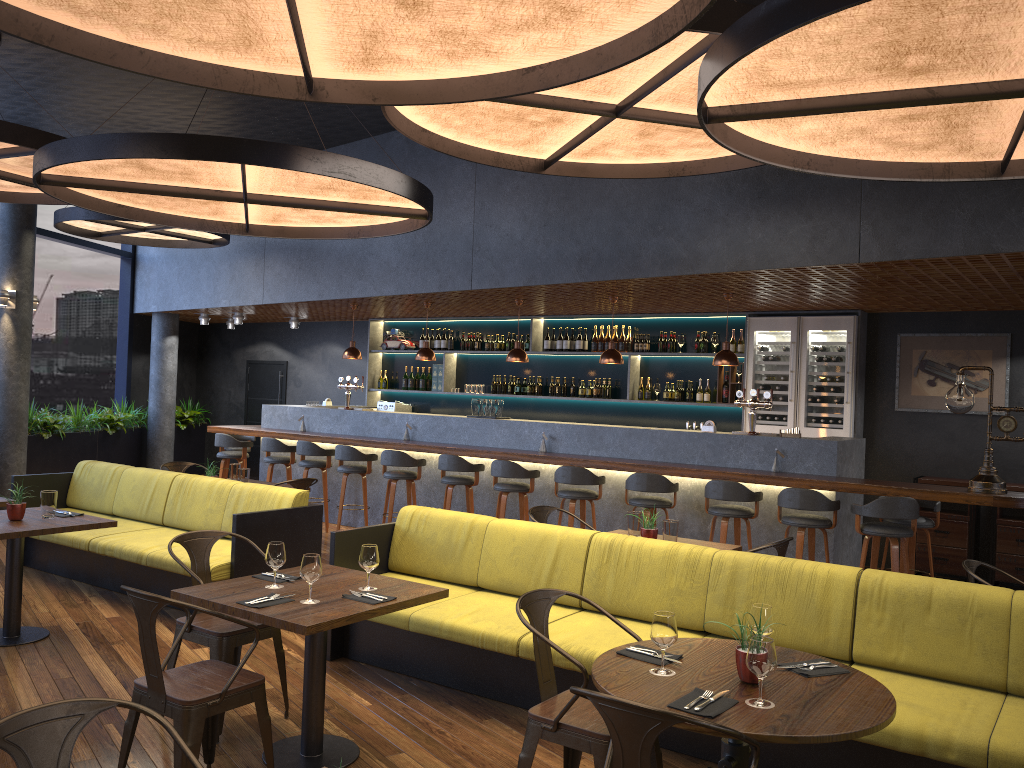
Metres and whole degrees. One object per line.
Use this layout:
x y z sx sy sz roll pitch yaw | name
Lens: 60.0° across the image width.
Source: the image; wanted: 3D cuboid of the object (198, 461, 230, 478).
-2.622 0.776 7.725 0.260 0.271 0.238 2 0 40 | object

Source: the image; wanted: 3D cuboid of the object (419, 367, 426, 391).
-1.275 -0.072 12.729 0.094 0.340 0.094 2 0 -16 | object

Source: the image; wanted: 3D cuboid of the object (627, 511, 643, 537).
0.821 0.946 5.931 0.102 0.178 0.102 2 0 -20 | object

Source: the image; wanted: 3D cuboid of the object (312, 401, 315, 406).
-2.707 0.266 12.070 0.042 0.059 0.042 2 0 32 | object

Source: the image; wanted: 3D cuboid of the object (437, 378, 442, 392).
-0.992 0.013 12.543 0.098 0.192 0.080 2 0 35 | object

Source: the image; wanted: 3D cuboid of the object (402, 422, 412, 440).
-1.197 0.542 10.154 0.114 0.203 0.069 2 0 -5 | object

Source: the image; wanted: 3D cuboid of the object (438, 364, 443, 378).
-0.984 -0.179 12.544 0.098 0.192 0.080 2 0 35 | object

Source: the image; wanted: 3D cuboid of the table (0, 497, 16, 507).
-4.304 1.221 6.463 0.887 0.763 0.906 2 0 34 | table

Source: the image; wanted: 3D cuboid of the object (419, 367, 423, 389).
-1.293 -0.072 12.856 0.094 0.340 0.094 2 0 44 | object

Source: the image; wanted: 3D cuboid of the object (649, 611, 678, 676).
0.531 0.906 3.105 0.097 0.206 0.097 2 0 -31 | object

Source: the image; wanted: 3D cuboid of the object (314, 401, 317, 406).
-2.693 0.267 12.119 0.042 0.059 0.042 2 0 32 | object

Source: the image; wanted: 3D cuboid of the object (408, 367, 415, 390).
-1.455 -0.078 12.840 0.094 0.340 0.094 3 0 -42 | object

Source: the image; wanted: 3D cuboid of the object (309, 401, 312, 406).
-2.741 0.265 12.038 0.042 0.059 0.042 2 0 32 | object

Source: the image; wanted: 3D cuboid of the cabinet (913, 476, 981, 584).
4.297 1.450 8.792 0.553 1.007 0.473 2 0 35 | cabinet

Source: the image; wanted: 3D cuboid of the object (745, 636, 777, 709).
0.793 0.915 2.824 0.097 0.206 0.097 2 0 -17 | object

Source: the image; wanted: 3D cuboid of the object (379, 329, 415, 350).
-1.691 -0.653 13.091 0.579 0.319 0.229 2 0 35 | object

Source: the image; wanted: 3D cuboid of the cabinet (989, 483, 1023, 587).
4.869 1.470 8.397 0.553 1.007 0.473 2 0 35 | cabinet

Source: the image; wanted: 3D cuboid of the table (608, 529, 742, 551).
0.873 1.419 5.707 0.906 0.763 0.887 2 0 34 | table

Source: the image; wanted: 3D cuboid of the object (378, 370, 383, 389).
-1.965 -0.064 13.272 0.079 0.281 0.079 3 0 -37 | object

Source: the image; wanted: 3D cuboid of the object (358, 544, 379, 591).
-0.677 0.866 4.193 0.097 0.206 0.097 2 0 26 | object

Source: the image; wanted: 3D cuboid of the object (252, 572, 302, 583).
-1.132 0.943 4.334 0.255 0.019 0.157 2 0 35 | object

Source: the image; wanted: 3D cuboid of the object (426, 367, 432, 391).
-1.198 -0.069 12.802 0.094 0.340 0.094 2 0 -33 | object

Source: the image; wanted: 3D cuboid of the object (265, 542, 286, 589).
-1.110 0.848 4.161 0.097 0.206 0.097 2 0 26 | object

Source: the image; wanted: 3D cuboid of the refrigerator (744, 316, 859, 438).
3.151 0.331 9.660 1.159 2.109 0.454 2 0 35 | refrigerator

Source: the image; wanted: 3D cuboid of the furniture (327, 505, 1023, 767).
1.281 1.338 2.254 7.462 0.914 4.895 2 0 30 | furniture

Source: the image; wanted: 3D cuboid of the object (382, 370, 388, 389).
-1.889 -0.062 13.223 0.079 0.281 0.079 2 0 38 | object

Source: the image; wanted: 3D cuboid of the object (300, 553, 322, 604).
-0.886 0.856 3.903 0.097 0.206 0.097 2 0 35 | object

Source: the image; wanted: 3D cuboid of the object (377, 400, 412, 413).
-1.778 0.520 12.910 0.355 0.569 0.550 2 0 35 | object

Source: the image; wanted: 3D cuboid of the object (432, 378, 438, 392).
-1.075 0.010 12.601 0.098 0.192 0.080 2 0 35 | object

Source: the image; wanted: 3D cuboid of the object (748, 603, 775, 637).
0.920 0.922 3.279 0.097 0.206 0.097 2 0 -14 | object

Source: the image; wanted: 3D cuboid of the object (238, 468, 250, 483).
-2.360 0.833 7.802 0.102 0.178 0.102 2 0 20 | object

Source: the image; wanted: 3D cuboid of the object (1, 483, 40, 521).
-3.188 0.741 5.727 0.238 0.271 0.260 2 0 -17 | object

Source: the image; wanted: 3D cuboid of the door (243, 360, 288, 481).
-4.156 0.632 14.936 1.012 2.056 0.137 2 0 35 | door

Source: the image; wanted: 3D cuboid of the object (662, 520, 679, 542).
0.996 0.951 5.586 0.102 0.178 0.102 2 0 20 | object

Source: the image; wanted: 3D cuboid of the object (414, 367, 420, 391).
-1.374 -0.075 12.910 0.094 0.340 0.094 2 0 -33 | object

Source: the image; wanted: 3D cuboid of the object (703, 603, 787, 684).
0.826 0.882 3.052 0.238 0.271 0.260 2 0 -34 | object

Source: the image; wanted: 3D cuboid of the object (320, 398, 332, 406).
-2.436 0.256 12.569 0.200 0.106 0.766 2 0 35 | object

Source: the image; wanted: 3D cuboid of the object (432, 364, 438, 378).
-1.066 -0.182 12.603 0.098 0.192 0.080 2 0 35 | object

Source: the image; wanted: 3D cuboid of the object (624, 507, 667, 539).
0.886 0.901 5.716 0.238 0.271 0.260 2 0 -34 | object

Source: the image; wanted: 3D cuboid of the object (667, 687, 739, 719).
0.616 1.002 2.812 0.157 0.019 0.255 2 0 37 | object

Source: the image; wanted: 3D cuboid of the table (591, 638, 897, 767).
0.766 1.398 3.063 1.007 0.760 1.007 2 0 -18 | table

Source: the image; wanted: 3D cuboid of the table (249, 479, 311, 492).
-2.473 1.302 7.975 0.887 0.763 0.906 2 0 34 | table

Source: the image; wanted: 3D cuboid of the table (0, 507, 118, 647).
-3.236 1.258 5.729 0.906 0.763 0.887 2 0 34 | table

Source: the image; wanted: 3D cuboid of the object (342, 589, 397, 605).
-0.662 0.959 4.019 0.255 0.019 0.157 2 0 35 | object

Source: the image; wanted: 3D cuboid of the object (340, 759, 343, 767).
-0.330 0.828 1.619 0.260 0.271 0.238 2 0 -20 | object

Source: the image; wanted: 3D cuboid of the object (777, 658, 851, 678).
1.073 1.022 3.202 0.255 0.019 0.157 2 0 -23 | object

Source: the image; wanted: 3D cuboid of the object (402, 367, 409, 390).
-1.544 -0.082 12.885 0.094 0.340 0.094 2 0 -33 | object

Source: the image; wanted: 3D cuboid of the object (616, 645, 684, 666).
0.528 1.001 3.279 0.255 0.019 0.157 2 0 41 | object

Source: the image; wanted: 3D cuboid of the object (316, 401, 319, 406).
-2.663 0.269 12.160 0.042 0.059 0.042 2 0 32 | object

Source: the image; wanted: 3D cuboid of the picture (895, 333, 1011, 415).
4.456 -0.109 9.002 1.039 0.809 0.028 2 0 35 | picture

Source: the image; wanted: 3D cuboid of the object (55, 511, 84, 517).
-3.004 0.876 5.993 0.255 0.019 0.157 2 0 34 | object

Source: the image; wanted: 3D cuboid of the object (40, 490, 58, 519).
-3.049 0.794 5.834 0.102 0.178 0.102 2 0 0 | object

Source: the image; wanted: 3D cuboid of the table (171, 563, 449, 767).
-0.937 1.338 4.127 0.887 0.763 0.906 2 0 34 | table

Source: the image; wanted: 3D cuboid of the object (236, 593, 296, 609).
-1.062 0.943 3.884 0.157 0.019 0.255 2 0 35 | object

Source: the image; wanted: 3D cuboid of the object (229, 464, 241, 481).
-2.556 0.827 8.178 0.102 0.178 0.102 2 0 -20 | object

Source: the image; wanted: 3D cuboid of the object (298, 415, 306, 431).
-2.634 0.492 11.128 0.114 0.203 0.069 2 0 -8 | object
